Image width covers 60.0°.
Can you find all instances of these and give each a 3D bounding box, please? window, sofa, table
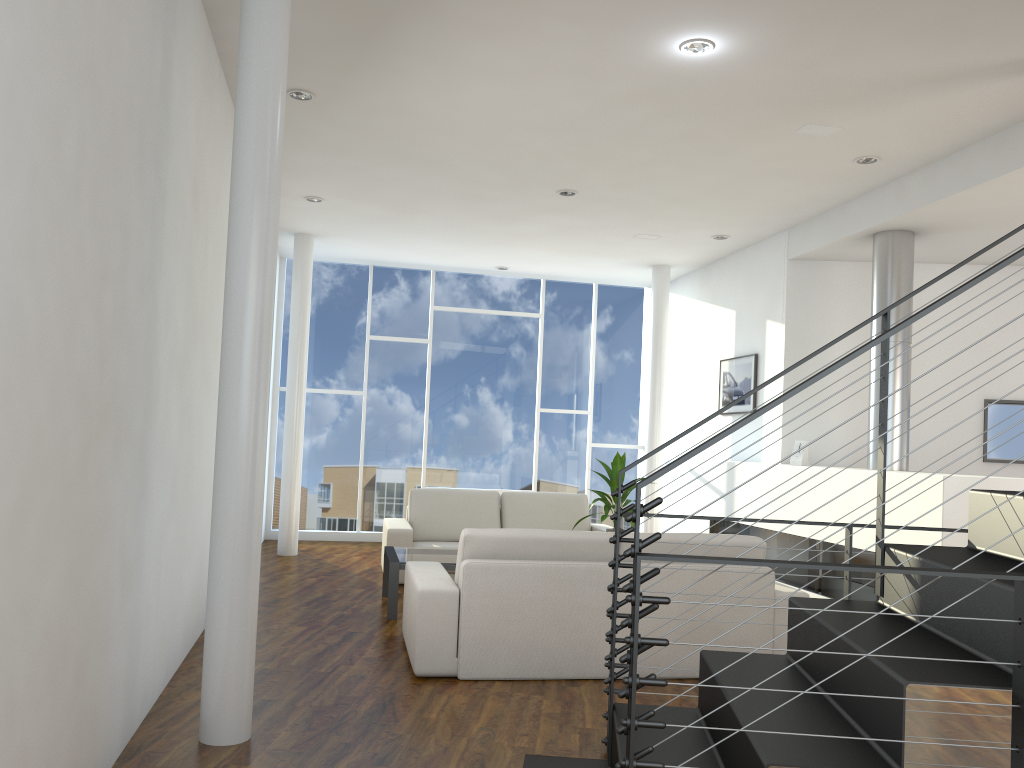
[{"bbox_3d":[4.067,0.346,5.728,2.024,0.407,0.165,2,-3,5],"label":"window"},{"bbox_3d":[-0.045,1.013,5.952,1.611,0.565,0.803,3,-3,-10],"label":"sofa"},{"bbox_3d":[0.114,1.093,4.878,1.608,0.284,0.662,3,-4,-10],"label":"table"},{"bbox_3d":[0.361,0.891,3.855,1.611,0.565,0.803,3,-3,-10],"label":"sofa"},{"bbox_3d":[-0.306,-1.367,7.977,3.416,5.628,0.090,3,-2,-11],"label":"window"}]

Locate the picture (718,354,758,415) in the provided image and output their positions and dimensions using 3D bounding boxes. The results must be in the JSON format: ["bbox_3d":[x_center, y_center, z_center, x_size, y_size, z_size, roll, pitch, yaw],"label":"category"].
[{"bbox_3d":[1.648,0.010,6.493,0.020,0.415,0.576,3,-3,-11],"label":"picture"}]

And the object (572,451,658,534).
[{"bbox_3d":[0.605,0.675,4.944,0.432,0.600,0.458,4,-3,-26],"label":"object"}]

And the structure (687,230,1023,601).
[{"bbox_3d":[1.965,0.244,5.264,0.750,2.203,2.753,3,-3,-12],"label":"structure"}]

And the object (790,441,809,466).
[{"bbox_3d":[1.740,0.418,5.358,0.061,0.151,0.100,4,-3,-25],"label":"object"}]

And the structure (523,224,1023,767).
[{"bbox_3d":[2.197,0.660,1.993,4.361,6.290,1.095,2,-2,5],"label":"structure"}]
